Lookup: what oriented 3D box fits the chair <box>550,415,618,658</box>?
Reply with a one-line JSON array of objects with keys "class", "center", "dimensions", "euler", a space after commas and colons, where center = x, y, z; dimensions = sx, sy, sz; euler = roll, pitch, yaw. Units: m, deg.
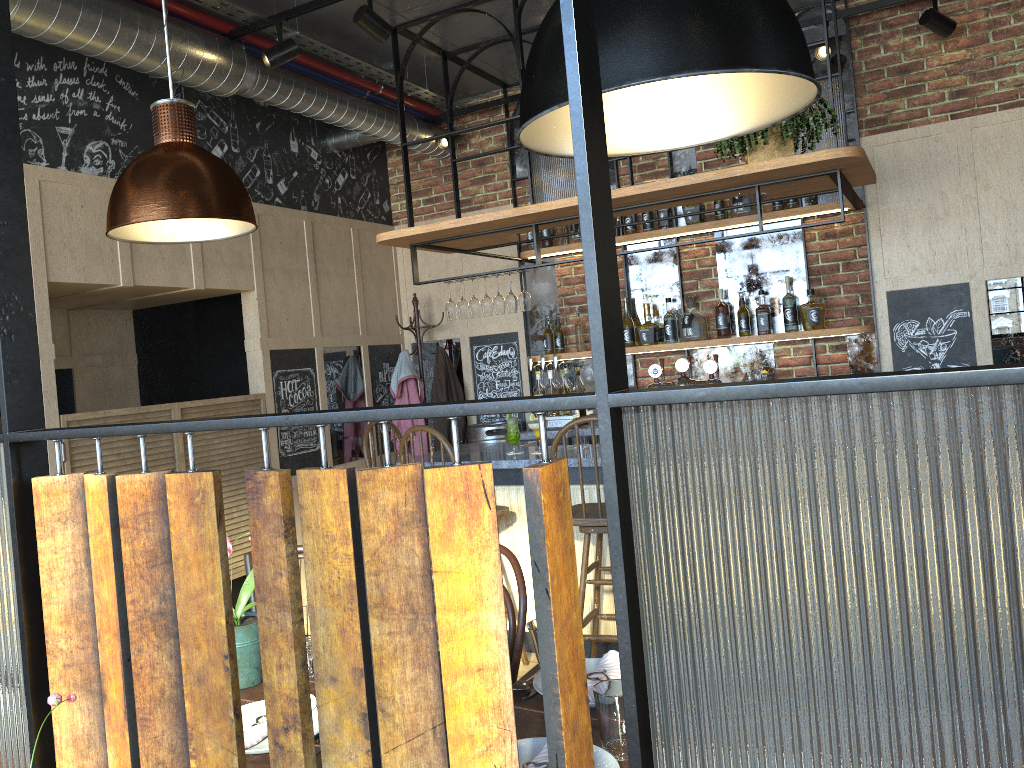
[{"class": "chair", "center": [0.449, 0.718, 3.879], "dimensions": [0.449, 1.195, 0.399], "euler": [-5, 0, 22]}]

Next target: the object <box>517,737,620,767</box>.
[{"class": "object", "center": [0.065, 0.663, 1.506], "dimensions": [0.338, 0.051, 0.258], "euler": [-4, 2, 31]}]

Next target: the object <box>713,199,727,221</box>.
[{"class": "object", "center": [1.249, -1.112, 5.314], "dimensions": [0.068, 0.263, 0.063], "euler": [-5, 0, 28]}]

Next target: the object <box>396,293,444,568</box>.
[{"class": "object", "center": [-0.622, 0.349, 6.222], "dimensions": [0.344, 1.989, 0.362], "euler": [-5, 0, -40]}]

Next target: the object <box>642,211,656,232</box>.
[{"class": "object", "center": [0.855, -1.092, 5.549], "dimensions": [0.079, 0.284, 0.073], "euler": [-5, 0, 29]}]

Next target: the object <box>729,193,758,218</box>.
[{"class": "object", "center": [1.370, -1.130, 5.235], "dimensions": [0.176, 0.283, 0.117], "euler": [-5, 0, 42]}]

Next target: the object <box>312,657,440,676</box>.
[{"class": "object", "center": [-0.364, 0.682, 2.221], "dimensions": [0.338, 0.051, 0.258], "euler": [-4, 2, 31]}]

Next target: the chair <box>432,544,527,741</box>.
[{"class": "chair", "center": [-0.200, 0.952, 2.459], "dimensions": [0.458, 0.921, 0.524], "euler": [-5, 0, 45]}]

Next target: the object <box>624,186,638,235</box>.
[{"class": "object", "center": [0.746, -1.101, 5.601], "dimensions": [0.082, 0.318, 0.079], "euler": [-5, 0, 9]}]

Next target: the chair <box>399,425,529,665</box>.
[{"class": "chair", "center": [-0.256, 0.773, 4.238], "dimensions": [0.393, 1.195, 0.455], "euler": [-5, 0, -43]}]

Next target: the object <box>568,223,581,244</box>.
[{"class": "object", "center": [0.443, -1.060, 5.753], "dimensions": [0.176, 0.283, 0.117], "euler": [-5, 0, 42]}]

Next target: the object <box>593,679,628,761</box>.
[{"class": "object", "center": [0.195, 0.612, 1.607], "dimensions": [0.086, 0.119, 0.083], "euler": [-5, 0, 11]}]

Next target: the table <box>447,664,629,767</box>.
[{"class": "table", "center": [0.416, 1.018, 1.564], "dimensions": [1.071, 0.727, 0.699], "euler": [-5, 1, 28]}]

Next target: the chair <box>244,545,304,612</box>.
[{"class": "chair", "center": [-0.654, 0.989, 2.626], "dimensions": [0.407, 0.915, 0.518], "euler": [-5, 0, 2]}]

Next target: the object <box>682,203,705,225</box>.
[{"class": "object", "center": [1.106, -1.101, 5.382], "dimensions": [0.121, 0.265, 0.112], "euler": [-5, 0, 29]}]

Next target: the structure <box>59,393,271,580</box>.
[{"class": "structure", "center": [0.492, 0.397, 4.367], "dimensions": [5.039, 0.994, 1.259], "euler": [-5, 1, 5]}]

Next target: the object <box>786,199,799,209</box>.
[{"class": "object", "center": [1.615, -1.139, 5.109], "dimensions": [0.067, 0.263, 0.064], "euler": [-5, 0, 15]}]

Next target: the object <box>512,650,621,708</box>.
[{"class": "object", "center": [0.165, 0.642, 1.927], "dimensions": [0.338, 0.051, 0.258], "euler": [-4, 2, 31]}]

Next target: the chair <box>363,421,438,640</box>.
[{"class": "chair", "center": [-0.561, 0.780, 4.982], "dimensions": [0.428, 1.195, 0.418], "euler": [-5, 0, 27]}]

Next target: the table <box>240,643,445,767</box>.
[{"class": "table", "center": [-0.610, 1.096, 2.138], "dimensions": [1.071, 0.727, 0.699], "euler": [-5, 1, 28]}]

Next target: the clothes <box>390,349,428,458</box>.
[{"class": "clothes", "center": [-0.726, 0.157, 6.112], "dimensions": [0.231, 0.791, 0.281], "euler": [-5, 0, -36]}]

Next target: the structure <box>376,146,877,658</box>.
[{"class": "structure", "center": [0.764, 0.170, 4.763], "dimensions": [2.431, 2.174, 1.673], "euler": [-5, 1, 28]}]

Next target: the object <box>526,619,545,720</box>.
[{"class": "object", "center": [0.086, 0.582, 1.792], "dimensions": [0.094, 0.192, 0.103], "euler": [-5, 0, -42]}]

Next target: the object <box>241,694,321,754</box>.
[{"class": "object", "center": [-0.492, 0.705, 1.834], "dimensions": [0.338, 0.051, 0.258], "euler": [-4, 2, 31]}]

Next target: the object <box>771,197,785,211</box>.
[{"class": "object", "center": [1.546, -1.134, 5.148], "dimensions": [0.068, 0.263, 0.064], "euler": [-5, 0, 22]}]

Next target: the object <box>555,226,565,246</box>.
[{"class": "object", "center": [0.311, -1.052, 5.829], "dimensions": [0.054, 0.288, 0.057], "euler": [-5, 0, -24]}]

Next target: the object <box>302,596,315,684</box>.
[{"class": "object", "center": [-0.499, 0.626, 2.152], "dimensions": [0.096, 0.192, 0.100], "euler": [-5, 0, -15]}]

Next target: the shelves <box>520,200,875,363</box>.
[{"class": "shelves", "center": [1.112, -0.602, 5.618], "dimensions": [2.203, 0.746, 0.580], "euler": [-4, 1, 29]}]

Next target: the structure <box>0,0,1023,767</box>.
[{"class": "structure", "center": [-0.282, -0.262, 3.122], "dimensions": [5.965, 3.326, 5.916], "euler": [-5, 1, 11]}]

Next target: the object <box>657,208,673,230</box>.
[{"class": "object", "center": [0.944, -1.087, 5.479], "dimensions": [0.080, 0.263, 0.075], "euler": [-5, 0, 29]}]

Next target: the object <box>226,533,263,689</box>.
[{"class": "object", "center": [-0.671, 0.523, 2.187], "dimensions": [0.194, 0.426, 0.153], "euler": [-5, 0, -28]}]

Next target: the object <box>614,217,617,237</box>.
[{"class": "object", "center": [0.605, -1.048, 5.659], "dimensions": [0.150, 0.235, 0.085], "euler": [-5, 0, 33]}]

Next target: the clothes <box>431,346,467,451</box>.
[{"class": "clothes", "center": [-0.452, 0.114, 6.192], "dimensions": [0.219, 0.771, 0.229], "euler": [-5, 0, 25]}]
